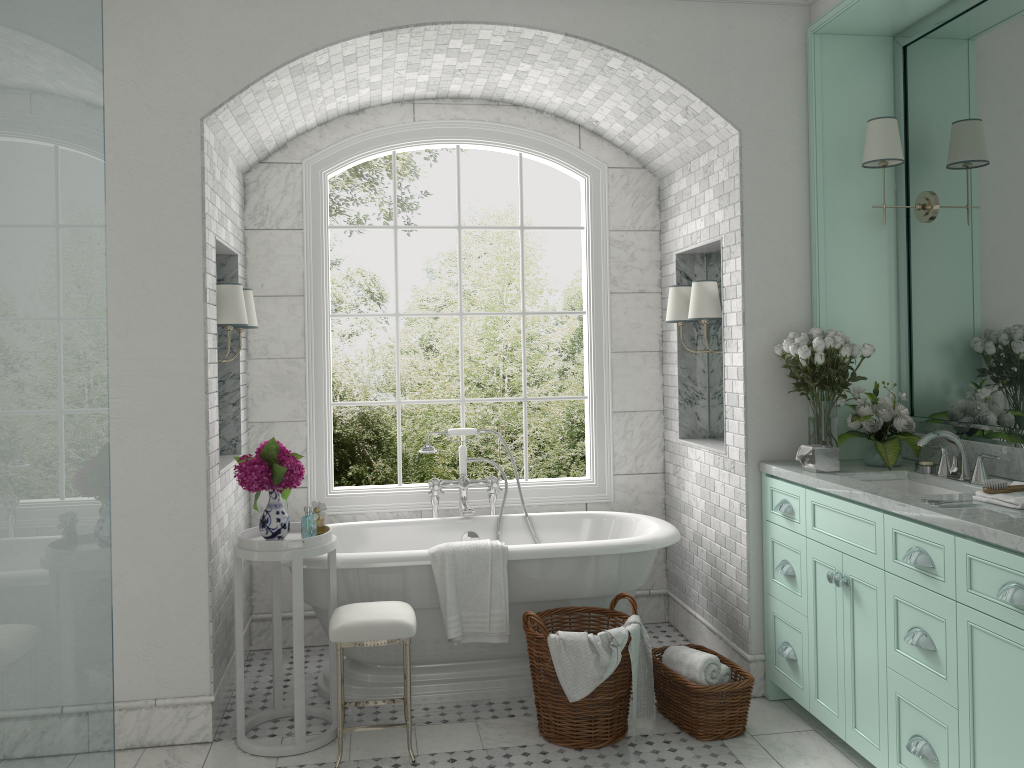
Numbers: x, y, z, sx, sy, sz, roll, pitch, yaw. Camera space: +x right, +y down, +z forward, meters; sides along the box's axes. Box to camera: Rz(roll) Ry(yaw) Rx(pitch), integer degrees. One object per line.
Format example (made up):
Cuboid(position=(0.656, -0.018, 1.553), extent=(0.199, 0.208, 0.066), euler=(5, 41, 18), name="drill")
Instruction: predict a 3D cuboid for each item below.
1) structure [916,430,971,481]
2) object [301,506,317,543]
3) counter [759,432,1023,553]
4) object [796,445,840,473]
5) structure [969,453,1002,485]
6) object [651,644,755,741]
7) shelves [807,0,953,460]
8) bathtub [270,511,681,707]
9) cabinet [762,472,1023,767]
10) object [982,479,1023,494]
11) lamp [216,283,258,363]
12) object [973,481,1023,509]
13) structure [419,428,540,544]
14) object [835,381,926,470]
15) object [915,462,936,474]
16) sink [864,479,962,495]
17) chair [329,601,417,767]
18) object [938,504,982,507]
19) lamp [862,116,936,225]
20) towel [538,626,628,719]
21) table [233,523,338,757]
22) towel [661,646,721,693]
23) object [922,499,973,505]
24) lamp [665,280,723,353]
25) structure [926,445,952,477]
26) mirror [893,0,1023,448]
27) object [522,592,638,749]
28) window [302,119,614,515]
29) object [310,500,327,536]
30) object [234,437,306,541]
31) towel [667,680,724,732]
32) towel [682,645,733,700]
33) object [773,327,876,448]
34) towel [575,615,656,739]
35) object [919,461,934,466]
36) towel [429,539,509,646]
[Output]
Cuboid(position=(1.770, 0.291, 3.615), extent=(0.234, 0.205, 0.103), euler=(-1, 0, -20), name="structure")
Cuboid(position=(-0.908, 0.626, 3.960), extent=(0.058, 0.154, 0.085), euler=(-1, 0, 11), name="object")
Cuboid(position=(1.818, 0.372, 2.974), extent=(0.824, 0.181, 2.808), euler=(-1, 2, -9), name="counter")
Cuboid(position=(1.360, 0.331, 3.963), extent=(0.147, 0.113, 0.136), euler=(-1, 1, -13), name="object")
Cuboid(position=(1.881, 0.335, 3.498), extent=(0.083, 0.121, 0.157), euler=(-1, 1, -25), name="structure")
Cuboid(position=(0.854, 1.404, 4.048), extent=(0.345, 0.261, 0.550), euler=(-1, 2, -18), name="object")
Cuboid(position=(1.909, -0.646, 2.989), extent=(0.465, 2.123, 2.810), euler=(-1, 1, -9), name="shelves")
Cuboid(position=(-0.178, 1.149, 4.651), extent=(2.165, 0.758, 0.942), euler=(-1, 1, -9), name="bathtub")
Cuboid(position=(1.810, 1.007, 2.968), extent=(0.863, 1.097, 2.799), euler=(-1, 2, -9), name="cabinet")
Cuboid(position=(1.786, 0.361, 3.138), extent=(0.228, 0.044, 0.068), euler=(-1, 1, 0), name="object")
Cuboid(position=(-1.466, -0.301, 4.480), extent=(0.308, 0.383, 0.548), euler=(-1, 1, -9), name="lamp")
Cuboid(position=(1.772, 0.391, 3.121), extent=(0.239, 0.056, 0.317), euler=(-1, 2, -12), name="object")
Cuboid(position=(-0.141, 0.900, 5.024), extent=(0.779, 1.286, 0.340), euler=(-1, 0, 1), name="structure")
Cuboid(position=(1.712, 0.182, 4.092), extent=(0.394, 0.402, 0.452), euler=(-1, 1, -7), name="object")
Cuboid(position=(1.805, 0.366, 3.868), extent=(0.080, 0.035, 0.134), euler=(-1, 2, 9), name="object")
Cuboid(position=(1.628, 0.467, 3.602), extent=(0.346, 0.079, 0.602), euler=(-1, 2, -9), name="sink")
Cuboid(position=(-0.594, 1.268, 3.811), extent=(0.371, 0.603, 0.366), euler=(-1, 0, -9), name="chair")
Cuboid(position=(1.542, 0.416, 3.038), extent=(0.167, 0.005, 0.020), euler=(-1, 2, -5), name="object")
Cuboid(position=(1.781, -0.981, 4.115), extent=(0.309, 0.488, 0.183), euler=(-1, 0, -10), name="lamp")
Cuboid(position=(0.324, 1.259, 3.872), extent=(0.399, 0.438, 0.484), euler=(-1, 1, -8), name="towel")
Cuboid(position=(-1.009, 1.115, 3.975), extent=(0.449, 0.906, 0.450), euler=(-1, 0, 43), name="table")
Cuboid(position=(0.806, 1.289, 3.976), extent=(0.149, 0.211, 0.321), euler=(-1, 1, -26), name="towel")
Cuboid(position=(1.534, 0.413, 3.136), extent=(0.175, 0.007, 0.075), euler=(-2, 2, -17), name="object")
Cuboid(position=(1.054, -0.361, 4.869), extent=(0.308, 0.383, 0.548), euler=(-1, 1, -9), name="lamp")
Cuboid(position=(1.817, 0.326, 3.781), extent=(0.083, 0.121, 0.157), euler=(-1, 1, -25), name="structure")
Cuboid(position=(2.006, -0.714, 3.645), extent=(0.015, 1.933, 1.436), euler=(-1, 1, -9), name="mirror")
Cuboid(position=(0.311, 1.263, 3.965), extent=(0.518, 0.570, 0.519), euler=(-1, 1, 23), name="object")
Cuboid(position=(-0.310, -0.420, 5.346), extent=(1.831, 2.324, 0.118), euler=(-1, 0, -9), name="window")
Cuboid(position=(-0.884, 0.615, 4.059), extent=(0.084, 0.168, 0.097), euler=(-1, 0, 12), name="object")
Cuboid(position=(-1.087, 0.470, 3.989), extent=(0.332, 0.471, 0.295), euler=(-1, 0, -7), name="object")
Cuboid(position=(0.826, 1.438, 3.989), extent=(0.153, 0.163, 0.311), euler=(-1, 2, -19), name="towel")
Cuboid(position=(0.881, 1.330, 4.096), extent=(0.164, 0.186, 0.313), euler=(-2, 2, -39), name="towel")
Cuboid(position=(1.443, 0.062, 4.118), extent=(0.391, 0.653, 0.356), euler=(-1, 0, 3), name="object")
Cuboid(position=(0.363, 1.279, 3.938), extent=(0.460, 0.469, 0.382), euler=(0, 1, 30), name="towel")
Cuboid(position=(1.799, 0.346, 3.849), extent=(0.051, 0.022, 0.077), euler=(-1, 2, 12), name="object")
Cuboid(position=(-0.208, 0.982, 4.249), extent=(0.374, 0.463, 0.453), euler=(-1, 1, -7), name="towel")
